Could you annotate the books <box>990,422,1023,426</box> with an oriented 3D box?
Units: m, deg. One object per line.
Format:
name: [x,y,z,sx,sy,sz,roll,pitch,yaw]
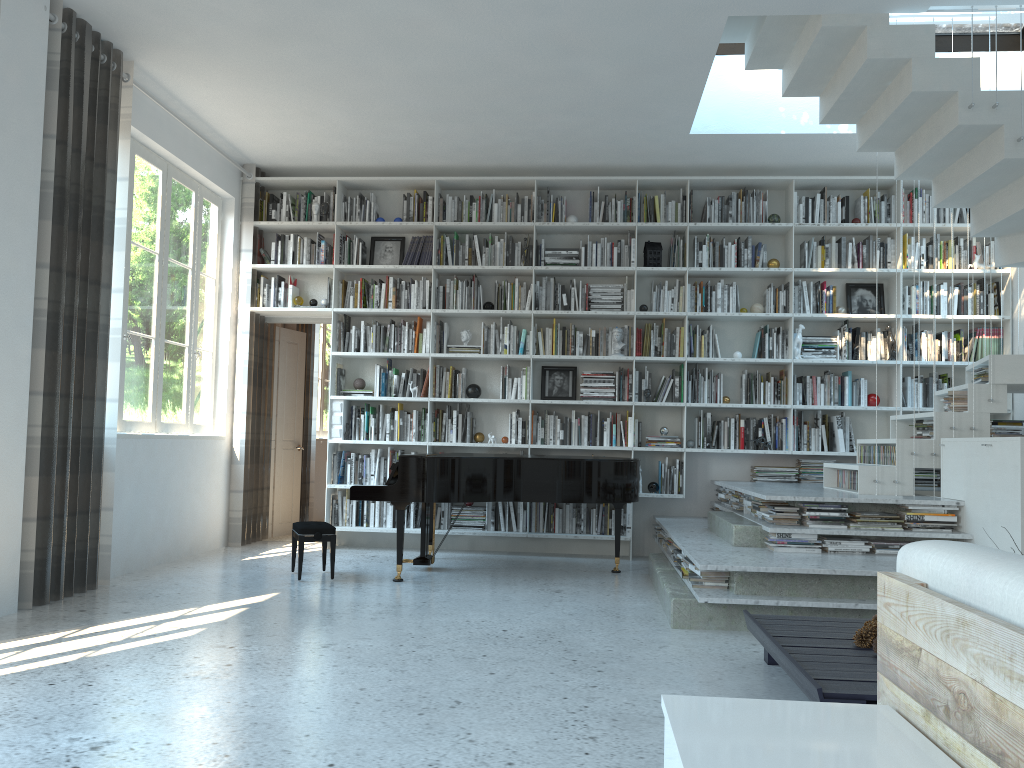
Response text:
books: [3.723,0.305,6.724,0.232,0.025,0.123,1,-4,2]

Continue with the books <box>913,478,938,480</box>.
books: [3.236,0.764,7.171,0.320,0.009,0.203,1,-4,3]

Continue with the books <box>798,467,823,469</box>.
books: [2.477,0.687,7.242,0.254,0.005,0.161,1,-4,4]

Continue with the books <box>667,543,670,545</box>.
books: [1.193,1.144,6.281,0.165,0.012,0.205,1,-4,5]

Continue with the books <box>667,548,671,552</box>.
books: [1.191,1.177,6.279,0.157,0.014,0.180,1,-4,2]

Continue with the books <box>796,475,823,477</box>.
books: [2.479,0.751,7.236,0.285,0.007,0.159,1,-4,7]

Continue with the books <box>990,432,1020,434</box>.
books: [3.721,0.370,6.720,0.182,0.011,0.131,1,-4,3]

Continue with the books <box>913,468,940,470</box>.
books: [3.241,0.681,7.167,0.354,0.017,0.198,1,-4,10]

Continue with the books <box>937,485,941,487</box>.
books: [3.634,0.828,7.133,0.367,0.007,0.206,1,-4,8]

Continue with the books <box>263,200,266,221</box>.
books: [-2.133,-1.478,7.743,0.023,0.223,0.151,1,-3,5]

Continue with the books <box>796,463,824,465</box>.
books: [2.481,0.654,7.239,0.285,0.005,0.159,1,-4,2]

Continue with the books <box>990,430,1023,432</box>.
books: [3.721,0.360,6.716,0.227,0.009,0.145,1,-4,5]

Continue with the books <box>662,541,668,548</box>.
books: [1.206,1.192,6.590,0.177,0.026,0.230,1,-4,8]

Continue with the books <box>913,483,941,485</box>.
books: [3.235,0.799,7.160,0.359,0.009,0.201,1,-4,0]

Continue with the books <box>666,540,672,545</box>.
books: [1.188,1.125,6.282,0.159,0.011,0.246,1,-4,1]

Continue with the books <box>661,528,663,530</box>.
books: [1.245,1.135,6.900,0.160,0.009,0.291,1,-4,7]

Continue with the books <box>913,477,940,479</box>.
books: [3.237,0.755,7.175,0.359,0.009,0.201,1,-4,4]

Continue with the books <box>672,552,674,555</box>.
books: [1.157,1.151,5.972,0.161,0.008,0.254,1,-4,10]

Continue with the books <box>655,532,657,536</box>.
books: [1.257,1.217,7.190,0.179,0.012,0.262,1,-4,8]

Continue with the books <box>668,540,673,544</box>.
books: [1.158,1.069,5.976,0.165,0.014,0.236,1,-4,0]

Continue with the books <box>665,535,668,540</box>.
books: [1.177,1.089,6.285,0.182,0.016,0.199,1,-4,10]

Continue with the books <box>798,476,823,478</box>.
books: [2.478,0.759,7.231,0.254,0.007,0.161,1,-4,1]

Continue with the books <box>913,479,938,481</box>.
books: [3.236,0.773,7.174,0.320,0.009,0.203,1,-4,4]

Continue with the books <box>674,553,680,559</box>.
books: [1.131,1.100,5.665,0.177,0.011,0.220,1,-4,7]

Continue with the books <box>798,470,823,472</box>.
books: [2.479,0.711,7.241,0.285,0.007,0.159,1,-4,6]

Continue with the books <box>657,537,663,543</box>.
books: [1.234,1.212,6.897,0.189,0.030,0.238,1,-4,5]

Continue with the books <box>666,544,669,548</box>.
books: [1.188,1.156,6.281,0.159,0.012,0.292,1,-4,2]

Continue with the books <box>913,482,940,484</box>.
books: [3.236,0.791,7.173,0.359,0.009,0.201,1,-4,6]

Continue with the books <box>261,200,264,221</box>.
books: [-2.156,-1.480,7.755,0.024,0.228,0.130,1,-3,5]

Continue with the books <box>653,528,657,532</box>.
books: [1.256,1.192,7.191,0.177,0.012,0.278,1,-4,1]

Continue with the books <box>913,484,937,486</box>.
books: [3.235,0.808,7.161,0.320,0.009,0.203,1,-4,10]

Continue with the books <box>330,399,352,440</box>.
books: [-1.453,0.307,7.549,0.106,0.340,0.307,1,-3,5]

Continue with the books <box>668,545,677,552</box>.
books: [1.156,1.112,5.974,0.182,0.013,0.287,1,-4,6]

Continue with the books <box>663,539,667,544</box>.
books: [1.213,1.172,6.591,0.172,0.014,0.221,1,-4,6]

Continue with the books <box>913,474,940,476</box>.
books: [3.238,0.729,7.171,0.354,0.008,0.198,1,-4,8]

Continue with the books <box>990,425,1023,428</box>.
books: [3.721,0.324,6.711,0.235,0.014,0.155,1,-4,6]

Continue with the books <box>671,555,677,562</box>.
books: [1.121,1.119,5.665,0.189,0.009,0.291,1,-4,8]

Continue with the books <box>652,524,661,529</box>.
books: [1.251,1.157,7.193,0.191,0.013,0.243,1,-4,1]

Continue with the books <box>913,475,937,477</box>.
books: [3.238,0.737,7.168,0.315,0.009,0.200,1,-4,9]

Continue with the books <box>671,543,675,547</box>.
books: [1.165,1.080,5.975,0.169,0.009,0.242,1,-4,5]

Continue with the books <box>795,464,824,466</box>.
books: [2.477,0.665,7.236,0.285,0.005,0.159,1,-4,1]

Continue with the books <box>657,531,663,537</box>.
books: [1.226,1.172,6.900,0.191,0.028,0.213,1,-4,9]

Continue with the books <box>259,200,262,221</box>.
books: [-2.176,-1.478,7.735,0.014,0.219,0.188,1,-3,5]

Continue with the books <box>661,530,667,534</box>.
books: [1.174,1.053,6.288,0.193,0.005,0.225,1,-4,1]

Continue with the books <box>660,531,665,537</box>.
books: [1.208,1.118,6.595,0.180,0.015,0.294,1,-4,3]

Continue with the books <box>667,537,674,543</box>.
books: [1.155,1.055,5.977,0.179,0.012,0.249,1,-4,2]

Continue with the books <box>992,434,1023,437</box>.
books: [3.698,0.387,6.512,0.267,0.026,0.161,1,-4,10]

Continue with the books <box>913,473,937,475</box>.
books: [3.238,0.720,7.166,0.315,0.009,0.200,1,-4,10]

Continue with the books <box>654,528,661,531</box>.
books: [1.258,1.181,7.191,0.188,0.009,0.211,1,-4,4]

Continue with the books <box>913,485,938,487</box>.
books: [3.235,0.818,7.171,0.320,0.009,0.203,1,-4,4]

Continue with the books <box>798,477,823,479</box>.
books: [2.478,0.765,7.228,0.285,0.007,0.159,1,-4,10]

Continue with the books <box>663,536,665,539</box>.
books: [1.210,1.136,6.593,0.171,0.020,0.193,1,-4,9]

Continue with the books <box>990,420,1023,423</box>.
books: [3.722,0.286,6.711,0.228,0.011,0.159,1,-4,4]

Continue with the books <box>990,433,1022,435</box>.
books: [3.720,0.379,6.707,0.192,0.008,0.161,1,-4,5]

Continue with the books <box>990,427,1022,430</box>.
books: [3.721,0.338,6.715,0.206,0.014,0.150,1,-4,5]

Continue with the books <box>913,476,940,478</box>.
books: [3.238,0.746,7.170,0.354,0.008,0.198,1,-4,2]

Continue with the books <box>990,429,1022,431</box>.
books: [3.721,0.351,6.719,0.215,0.011,0.121,1,-4,0]

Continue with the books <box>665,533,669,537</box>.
books: [1.185,1.074,6.285,0.171,0.015,0.253,1,-4,2]
